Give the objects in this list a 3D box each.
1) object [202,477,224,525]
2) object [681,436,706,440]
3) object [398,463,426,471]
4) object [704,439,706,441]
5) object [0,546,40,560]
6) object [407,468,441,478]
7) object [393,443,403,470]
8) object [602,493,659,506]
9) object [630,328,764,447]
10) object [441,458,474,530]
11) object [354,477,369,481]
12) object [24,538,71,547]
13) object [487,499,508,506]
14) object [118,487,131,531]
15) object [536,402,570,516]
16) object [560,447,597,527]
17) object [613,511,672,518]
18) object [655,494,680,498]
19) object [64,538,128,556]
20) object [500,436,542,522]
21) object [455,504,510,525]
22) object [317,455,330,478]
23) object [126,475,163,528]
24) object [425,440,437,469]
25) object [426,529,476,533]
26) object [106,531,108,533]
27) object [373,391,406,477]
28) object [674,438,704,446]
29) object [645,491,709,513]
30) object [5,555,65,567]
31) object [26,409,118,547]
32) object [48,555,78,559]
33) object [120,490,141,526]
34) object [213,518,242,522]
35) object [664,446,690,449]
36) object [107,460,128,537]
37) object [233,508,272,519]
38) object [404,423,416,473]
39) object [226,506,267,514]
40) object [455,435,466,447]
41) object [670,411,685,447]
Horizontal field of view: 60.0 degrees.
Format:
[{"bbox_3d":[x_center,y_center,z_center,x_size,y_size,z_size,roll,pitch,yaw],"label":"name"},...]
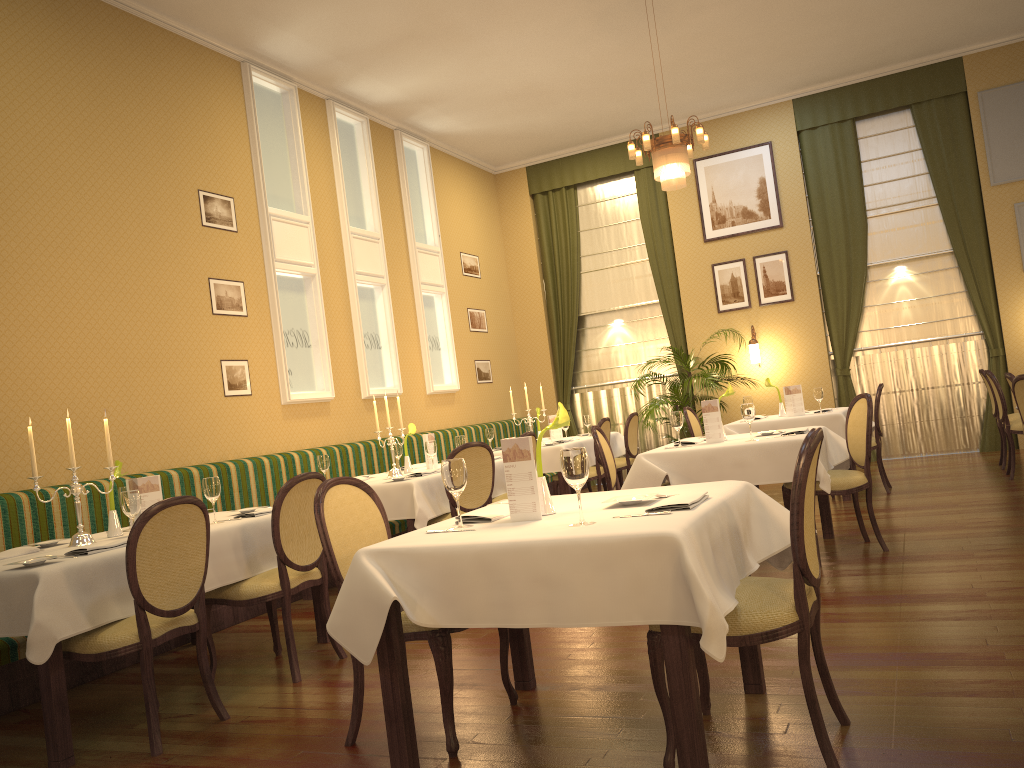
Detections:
[{"bbox_3d":[-1.484,0.579,4.405,0.088,0.229,0.088,-7,-2,-18],"label":"object"},{"bbox_3d":[1.264,0.386,6.167,0.160,0.024,0.160,-8,-2,24],"label":"object"},{"bbox_3d":[-0.811,0.687,7.354,0.142,0.033,0.273,-8,-2,24],"label":"object"},{"bbox_3d":[1.264,0.386,6.055,0.181,0.015,0.038,-8,-2,26],"label":"object"},{"bbox_3d":[-2.296,0.771,3.994,0.142,0.033,0.273,-8,-2,24],"label":"object"},{"bbox_3d":[-0.624,0.628,6.239,0.142,0.033,0.273,-8,-2,24],"label":"object"},{"bbox_3d":[-0.919,0.594,7.175,0.088,0.229,0.088,-7,-2,-24],"label":"object"},{"bbox_3d":[0.401,0.396,2.992,0.160,0.024,0.160,-8,-2,24],"label":"object"},{"bbox_3d":[2.181,0.280,10.592,1.496,1.807,1.552,-7,-2,5],"label":"object"},{"bbox_3d":[-0.184,0.366,2.962,0.088,0.229,0.088,-7,-2,-18],"label":"object"},{"bbox_3d":[-1.179,0.706,6.456,0.142,0.033,0.273,-8,-2,24],"label":"object"},{"bbox_3d":[-2.248,0.778,4.305,0.160,0.024,0.160,-8,-2,24],"label":"object"},{"bbox_3d":[0.008,0.459,3.399,0.160,0.024,0.160,-8,-2,24],"label":"object"},{"bbox_3d":[-2.037,0.659,4.714,0.088,0.229,0.088,-7,-2,-18],"label":"object"},{"bbox_3d":[0.133,0.254,3.026,0.163,0.375,0.076,-7,-2,1],"label":"object"},{"bbox_3d":[0.197,0.307,2.658,0.088,0.229,0.088,-7,-2,-18],"label":"object"},{"bbox_3d":[0.390,0.393,2.673,0.185,0.010,0.017,-8,-2,24],"label":"object"},{"bbox_3d":[0.569,0.380,3.039,0.181,0.015,0.038,-8,-2,26],"label":"object"},{"bbox_3d":[-1.741,0.693,3.778,0.142,0.033,0.273,-8,-2,24],"label":"object"},{"bbox_3d":[0.017,0.318,2.960,0.081,0.277,0.166,-7,-2,-19],"label":"object"},{"bbox_3d":[-0.076,0.459,3.141,0.142,0.033,0.273,-8,-2,24],"label":"object"},{"bbox_3d":[-1.329,0.618,6.284,0.088,0.229,0.088,-7,-2,-18],"label":"object"},{"bbox_3d":[-1.806,0.596,4.342,0.166,0.277,0.081,-7,-2,-4],"label":"object"},{"bbox_3d":[-0.579,0.526,6.424,0.088,0.229,0.088,-7,-2,-18],"label":"object"},{"bbox_3d":[-0.198,0.475,2.879,0.185,0.010,0.017,-8,-2,26],"label":"object"},{"bbox_3d":[-2.050,0.769,4.631,0.185,0.010,0.017,-8,-2,26],"label":"object"},{"bbox_3d":[-0.905,0.363,6.583,0.390,0.655,0.131,-9,-2,39],"label":"object"},{"bbox_3d":[1.180,0.386,5.910,0.142,0.033,0.273,-8,-2,24],"label":"object"},{"bbox_3d":[0.527,0.375,2.818,0.142,0.024,0.273,-8,-2,24],"label":"object"},{"bbox_3d":[-1.878,0.704,3.488,0.160,0.024,0.160,-8,-2,24],"label":"object"},{"bbox_3d":[-2.060,0.434,4.176,0.131,0.655,0.390,-9,-2,44],"label":"object"},{"bbox_3d":[-1.857,0.711,3.650,0.181,0.015,0.038,-8,-2,26],"label":"object"},{"bbox_3d":[-1.696,0.592,3.963,0.088,0.229,0.088,-7,-2,-18],"label":"object"},{"bbox_3d":[-1.440,0.685,4.475,0.185,0.010,0.017,-8,-2,24],"label":"object"},{"bbox_3d":[1.059,0.402,5.648,0.185,0.010,0.017,-8,-2,26],"label":"object"},{"bbox_3d":[-1.984,0.570,4.444,0.076,0.375,0.163,-8,-2,6],"label":"object"},{"bbox_3d":[-1.302,0.667,4.620,0.142,0.024,0.273,-8,-2,24],"label":"object"},{"bbox_3d":[-0.784,0.490,6.768,0.076,0.375,0.163,-6,-2,-44],"label":"object"},{"bbox_3d":[-1.429,0.688,4.794,0.160,0.024,0.160,-8,-2,24],"label":"object"},{"bbox_3d":[-0.390,0.516,6.862,0.088,0.229,0.088,-7,-2,-18],"label":"object"},{"bbox_3d":[1.072,0.292,5.731,0.088,0.229,0.088,-7,-2,-24],"label":"object"}]
